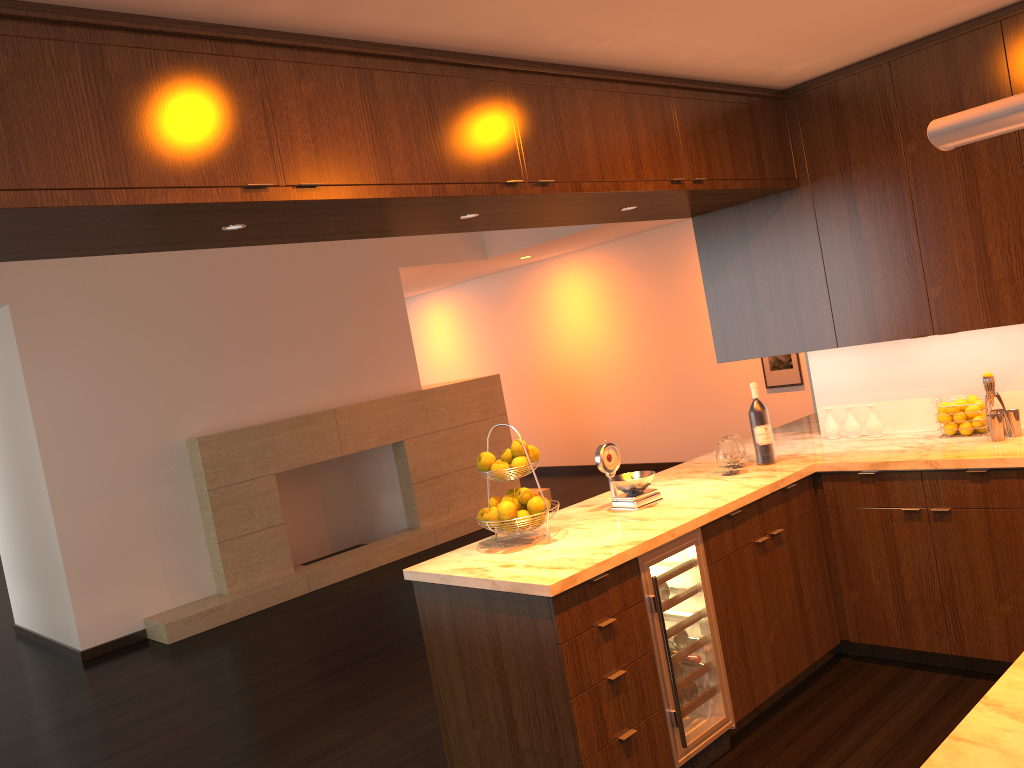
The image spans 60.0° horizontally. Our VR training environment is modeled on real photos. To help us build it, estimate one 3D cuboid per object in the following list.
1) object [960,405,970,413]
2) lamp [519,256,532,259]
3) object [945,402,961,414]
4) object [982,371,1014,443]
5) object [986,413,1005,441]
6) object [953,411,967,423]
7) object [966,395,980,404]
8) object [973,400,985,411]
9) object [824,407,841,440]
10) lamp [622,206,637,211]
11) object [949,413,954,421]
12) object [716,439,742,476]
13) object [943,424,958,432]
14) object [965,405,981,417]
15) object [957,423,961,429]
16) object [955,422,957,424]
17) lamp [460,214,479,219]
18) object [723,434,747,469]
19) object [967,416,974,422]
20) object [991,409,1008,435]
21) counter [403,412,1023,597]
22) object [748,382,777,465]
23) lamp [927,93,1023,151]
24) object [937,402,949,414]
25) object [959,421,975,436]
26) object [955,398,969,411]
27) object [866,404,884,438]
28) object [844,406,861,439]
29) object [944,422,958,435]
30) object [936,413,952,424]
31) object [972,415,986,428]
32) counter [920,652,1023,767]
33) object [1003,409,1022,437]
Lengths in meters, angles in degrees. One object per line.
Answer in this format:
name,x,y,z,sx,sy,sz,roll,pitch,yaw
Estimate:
object,2.006,0.114,3.918,0.055,0.051,0.061,-11,3,-15
lamp,-1.646,-1.065,7.683,5.868,0.171,16.431,-13,3,-43
object,1.919,0.104,3.858,0.063,0.051,0.053,-9,3,38
object,1.959,0.089,3.633,0.101,0.288,0.088,-11,3,-13
object,1.979,0.178,3.623,0.060,0.106,0.060,-11,3,-10
object,1.945,0.145,3.851,0.062,0.053,0.052,-12,3,-38
object,2.038,0.077,3.917,0.050,0.060,0.059,-11,3,-10
object,2.032,0.095,3.851,0.051,0.053,0.063,-10,2,3
object,1.578,0.195,4.389,0.079,0.154,0.079,-9,3,30
lamp,0.490,-0.736,3.715,0.068,0.004,0.068,-9,3,28
object,1.950,0.138,3.907,0.064,0.053,0.051,-11,3,-7
object,0.968,0.329,3.959,0.112,0.151,0.112,-12,3,-24
object,1.945,0.194,3.930,0.061,0.053,0.053,-9,3,33
object,1.986,0.117,3.821,0.061,0.052,0.053,-10,2,4
object,1.981,0.183,3.885,0.057,0.060,0.052,-11,2,-4
object,1.981,0.184,3.977,0.053,0.053,0.061,-9,3,35
lamp,-0.150,-0.591,3.113,0.068,0.004,0.068,-9,3,28
object,1.027,0.312,4.100,0.112,0.151,0.112,-12,3,-24
object,2.015,0.145,3.863,0.051,0.053,0.062,-11,2,-2
object,2.045,0.161,3.721,0.060,0.106,0.060,-11,3,-10
counter,1.955,0.281,3.047,3.187,0.038,3.616,-13,3,-43
object,1.134,0.178,4.056,0.095,0.378,0.094,-11,3,-17
lamp,1.439,-0.846,0.471,0.120,0.765,2.465,-13,3,-43
object,1.907,0.108,3.910,0.052,0.060,0.057,-12,3,-21
object,1.970,0.193,3.843,0.064,0.063,0.074,-10,3,11
object,1.969,0.090,3.886,0.051,0.053,0.063,-11,3,-8
object,1.722,0.175,4.225,0.079,0.154,0.079,-9,3,30
object,1.649,0.185,4.308,0.079,0.154,0.079,-9,3,30
object,1.920,0.195,3.878,0.060,0.057,0.052,-11,3,-8
object,1.897,0.151,3.890,0.053,0.051,0.063,-13,3,-41
object,1.998,0.163,3.797,0.061,0.054,0.052,-12,3,-32
counter,1.722,0.436,0.533,1.280,0.038,2.711,-13,3,-43
object,2.062,0.161,3.647,0.060,0.106,0.060,-11,3,-10
